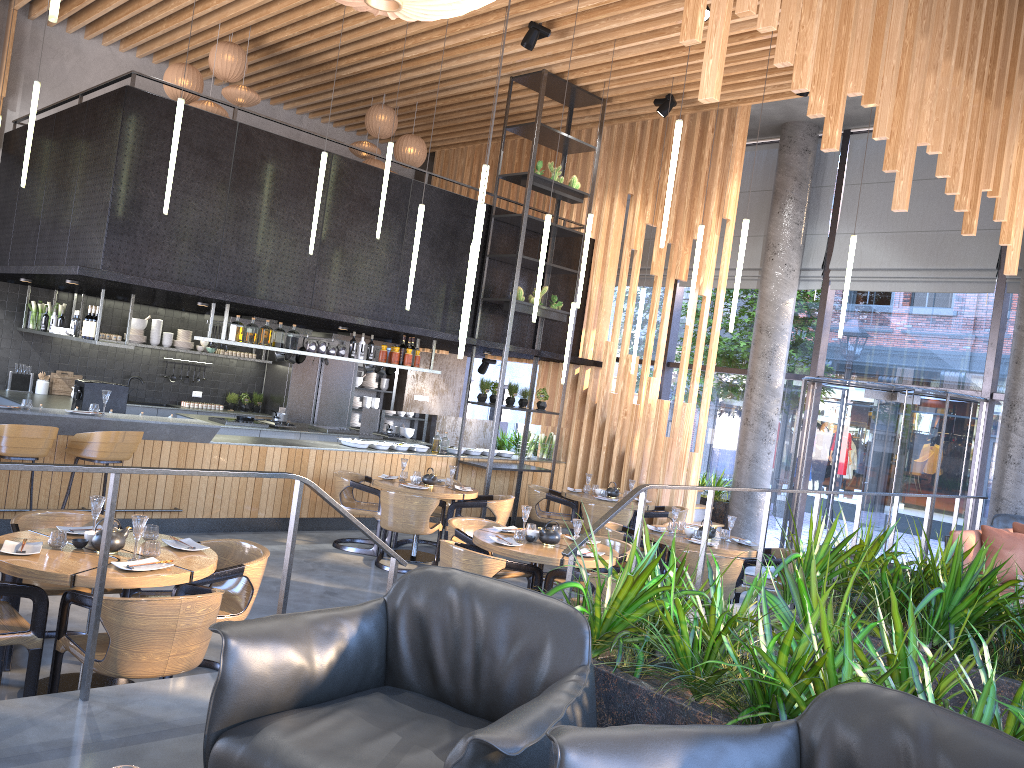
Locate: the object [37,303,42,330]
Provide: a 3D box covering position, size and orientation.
[{"bbox_3d":[-6.134,-0.878,11.520,0.057,0.347,0.093,8,0,25],"label":"object"}]

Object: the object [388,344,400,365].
[{"bbox_3d":[-1.428,-0.358,10.756,0.096,0.246,0.235,8,0,-24],"label":"object"}]

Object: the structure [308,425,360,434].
[{"bbox_3d":[-2.489,0.634,12.557,0.599,0.060,0.510,8,0,-44],"label":"structure"}]

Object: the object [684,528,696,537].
[{"bbox_3d":[1.619,1.349,8.047,0.116,0.065,0.116,8,0,14],"label":"object"}]

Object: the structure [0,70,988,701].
[{"bbox_3d":[-1.951,-0.558,8.891,11.718,4.117,9.054,8,0,-44],"label":"structure"}]

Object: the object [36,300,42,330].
[{"bbox_3d":[-6.184,-0.901,11.571,0.056,0.381,0.113,8,0,-31],"label":"object"}]

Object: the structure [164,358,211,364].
[{"bbox_3d":[-4.843,-0.342,13.267,0.743,0.018,0.074,8,0,-44],"label":"structure"}]

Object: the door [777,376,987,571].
[{"bbox_3d":[4.593,1.288,11.077,2.186,2.526,2.186,8,0,-24],"label":"door"}]

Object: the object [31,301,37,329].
[{"bbox_3d":[-6.187,-0.894,11.475,0.105,0.365,0.047,8,0,-26],"label":"object"}]

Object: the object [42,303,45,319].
[{"bbox_3d":[-6.164,-0.886,11.637,0.141,0.356,0.057,8,0,42],"label":"object"}]

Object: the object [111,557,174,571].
[{"bbox_3d":[-1.788,0.887,4.349,0.170,0.025,0.294,8,0,31],"label":"object"}]

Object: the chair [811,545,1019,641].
[{"bbox_3d":[2.004,1.271,4.681,0.833,0.743,1.030,8,0,-37],"label":"chair"}]

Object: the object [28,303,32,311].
[{"bbox_3d":[-6.248,-0.884,11.631,0.220,0.330,0.054,8,0,-30],"label":"object"}]

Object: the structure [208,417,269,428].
[{"bbox_3d":[-3.549,0.484,11.525,0.599,0.060,0.510,8,0,-44],"label":"structure"}]

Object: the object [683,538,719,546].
[{"bbox_3d":[1.627,1.370,7.680,0.294,0.025,0.170,8,0,26],"label":"object"}]

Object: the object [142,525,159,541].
[{"bbox_3d":[-1.999,0.827,4.905,0.086,0.086,0.086,8,0,-19],"label":"object"}]

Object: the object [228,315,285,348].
[{"bbox_3d":[-2.685,-0.553,9.402,0.139,0.274,0.630,8,0,44],"label":"object"}]

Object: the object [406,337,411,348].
[{"bbox_3d":[-1.288,-0.407,11.002,0.105,0.380,0.105,8,0,6],"label":"object"}]

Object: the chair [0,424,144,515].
[{"bbox_3d":[-6.215,0.517,7.599,5.395,1.047,2.787,8,0,23],"label":"chair"}]

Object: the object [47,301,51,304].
[{"bbox_3d":[-6.055,-0.885,11.575,0.046,0.386,0.084,8,0,9],"label":"object"}]

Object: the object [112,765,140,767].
[{"bbox_3d":[-0.743,0.783,1.688,0.086,0.086,0.086,8,0,-40],"label":"object"}]

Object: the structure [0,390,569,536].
[{"bbox_3d":[-4.003,0.653,10.956,8.945,1.400,4.889,8,0,-44],"label":"structure"}]

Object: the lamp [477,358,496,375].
[{"bbox_3d":[-0.447,-0.335,15.012,0.270,0.367,0.302,8,0,-38],"label":"lamp"}]

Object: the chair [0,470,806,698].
[{"bbox_3d":[-1.338,1.344,6.889,9.749,0.759,4.352,8,0,-43],"label":"chair"}]

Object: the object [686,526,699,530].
[{"bbox_3d":[1.744,1.387,8.476,0.294,0.025,0.170,8,0,4],"label":"object"}]

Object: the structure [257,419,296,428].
[{"bbox_3d":[-3.158,0.517,11.899,0.317,0.060,0.502,8,0,-44],"label":"structure"}]

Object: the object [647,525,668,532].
[{"bbox_3d":[1.331,1.329,8.152,0.170,0.025,0.294,8,0,4],"label":"object"}]

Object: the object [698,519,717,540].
[{"bbox_3d":[1.774,1.313,8.043,0.168,0.179,0.163,8,0,12],"label":"object"}]

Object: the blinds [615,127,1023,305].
[{"bbox_3d":[3.805,-2.343,8.216,8.760,2.314,17.610,8,0,0],"label":"blinds"}]

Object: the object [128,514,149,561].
[{"bbox_3d":[-1.875,0.772,4.436,0.082,0.227,0.082,8,0,-23],"label":"object"}]

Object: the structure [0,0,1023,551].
[{"bbox_3d":[-2.226,-1.376,8.665,10.399,5.894,10.127,8,0,-44],"label":"structure"}]

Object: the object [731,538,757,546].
[{"bbox_3d":[2.107,1.438,8.068,0.170,0.025,0.294,8,0,-8],"label":"object"}]

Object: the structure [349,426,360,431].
[{"bbox_3d":[-2.098,0.667,12.931,0.317,0.060,0.502,8,0,-44],"label":"structure"}]

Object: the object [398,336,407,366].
[{"bbox_3d":[-1.332,-0.413,10.786,0.105,0.380,0.105,8,0,-14],"label":"object"}]

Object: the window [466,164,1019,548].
[{"bbox_3d":[-0.756,-1.167,8.031,12.739,5.897,12.900,8,0,-44],"label":"window"}]

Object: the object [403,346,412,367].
[{"bbox_3d":[-1.251,-0.333,10.715,0.096,0.246,0.096,8,0,1],"label":"object"}]

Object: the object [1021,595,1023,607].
[{"bbox_3d":[3.169,1.336,5.495,0.086,0.086,0.086,8,0,-40],"label":"object"}]

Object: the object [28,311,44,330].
[{"bbox_3d":[-6.172,-0.817,11.592,0.248,0.231,0.234,8,0,-34],"label":"object"}]

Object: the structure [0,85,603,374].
[{"bbox_3d":[-2.228,-1.309,12.260,8.600,2.382,4.958,8,0,-44],"label":"structure"}]

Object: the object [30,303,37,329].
[{"bbox_3d":[-6.234,-0.891,11.546,0.055,0.345,0.118,8,0,-29],"label":"object"}]

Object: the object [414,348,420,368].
[{"bbox_3d":[-1.179,-0.323,10.965,0.096,0.246,0.096,8,0,1],"label":"object"}]

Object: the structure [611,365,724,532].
[{"bbox_3d":[1.871,0.972,12.328,1.000,2.400,2.530,8,0,-44],"label":"structure"}]

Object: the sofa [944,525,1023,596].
[{"bbox_3d":[4.189,1.545,5.992,0.864,0.811,2.226,8,0,-44],"label":"sofa"}]

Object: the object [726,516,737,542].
[{"bbox_3d":[1.988,1.318,8.071,0.082,0.227,0.082,8,0,28],"label":"object"}]

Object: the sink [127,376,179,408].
[{"bbox_3d":[-5.328,0.162,12.530,1.111,0.547,0.498,8,0,-44],"label":"sink"}]

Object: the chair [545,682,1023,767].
[{"bbox_3d":[0.563,0.987,1.559,0.833,0.743,1.030,8,0,-30],"label":"chair"}]

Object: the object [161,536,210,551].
[{"bbox_3d":[-1.817,0.884,4.896,0.294,0.025,0.170,8,0,43],"label":"object"}]

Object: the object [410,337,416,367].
[{"bbox_3d":[-1.229,-0.398,10.846,0.105,0.380,0.105,8,0,21],"label":"object"}]

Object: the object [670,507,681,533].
[{"bbox_3d":[1.485,1.248,8.103,0.082,0.227,0.082,8,0,-23],"label":"object"}]

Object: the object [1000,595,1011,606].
[{"bbox_3d":[2.893,1.297,5.225,0.086,0.086,0.086,8,0,-40],"label":"object"}]

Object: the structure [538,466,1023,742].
[{"bbox_3d":[1.404,1.303,9.377,4.306,1.608,15.715,8,0,-6],"label":"structure"}]

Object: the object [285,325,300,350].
[{"bbox_3d":[-2.391,-0.511,9.674,0.105,0.274,0.105,8,0,-44],"label":"object"}]

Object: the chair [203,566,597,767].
[{"bbox_3d":[-0.276,0.949,2.455,1.030,0.743,0.833,8,0,32],"label":"chair"}]

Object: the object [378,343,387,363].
[{"bbox_3d":[-1.553,-0.376,10.711,0.096,0.246,0.096,8,0,1],"label":"object"}]

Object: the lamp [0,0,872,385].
[{"bbox_3d":[-2.344,-5.579,8.620,8.774,10.231,8.975,8,0,44],"label":"lamp"}]

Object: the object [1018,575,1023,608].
[{"bbox_3d":[2.978,1.237,5.187,0.082,0.227,0.082,8,0,-1],"label":"object"}]

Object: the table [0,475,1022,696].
[{"bbox_3d":[0.235,1.458,6.247,10.659,0.968,6.876,8,0,-43],"label":"table"}]

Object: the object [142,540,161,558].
[{"bbox_3d":[-1.840,0.849,4.531,0.086,0.086,0.086,8,0,28],"label":"object"}]
